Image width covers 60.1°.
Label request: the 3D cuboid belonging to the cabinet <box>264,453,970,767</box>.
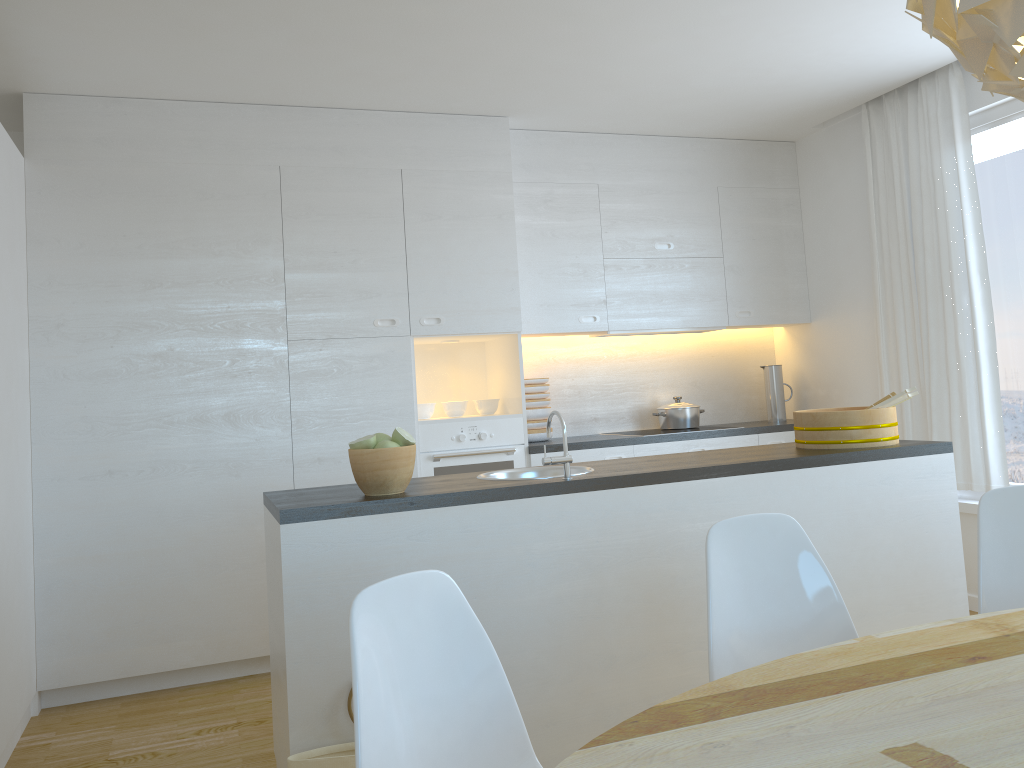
[{"bbox_3d":[0.419,0.783,3.081,2.402,0.914,0.598,-3,-3,-20],"label":"cabinet"}]

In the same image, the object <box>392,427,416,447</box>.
[{"bbox_3d":[-0.334,0.167,2.727,0.074,0.072,0.077,-4,-2,5],"label":"object"}]

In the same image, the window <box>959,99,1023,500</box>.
[{"bbox_3d":[2.752,-0.416,3.375,0.088,1.925,2.716,-2,-2,-20],"label":"window"}]

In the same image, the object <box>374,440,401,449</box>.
[{"bbox_3d":[-0.373,0.213,2.674,0.081,0.086,0.097,-5,-3,35],"label":"object"}]

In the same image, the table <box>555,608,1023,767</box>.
[{"bbox_3d":[1.035,0.813,1.152,2.192,0.728,1.189,-3,-2,-21],"label":"table"}]

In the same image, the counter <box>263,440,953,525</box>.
[{"bbox_3d":[0.389,0.308,3.117,2.402,0.040,0.598,-3,-1,-20],"label":"counter"}]

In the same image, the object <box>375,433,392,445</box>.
[{"bbox_3d":[-0.402,0.200,2.751,0.102,0.099,0.086,-4,-3,1],"label":"object"}]

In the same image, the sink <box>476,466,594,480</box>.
[{"bbox_3d":[0.085,0.381,3.037,0.403,0.157,0.403,-4,-1,22],"label":"sink"}]

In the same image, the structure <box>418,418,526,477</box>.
[{"bbox_3d":[-0.185,0.489,4.499,0.561,0.599,0.049,-3,-4,-20],"label":"structure"}]

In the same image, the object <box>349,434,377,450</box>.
[{"bbox_3d":[-0.452,0.188,2.678,0.084,0.065,0.085,-3,-2,-8],"label":"object"}]

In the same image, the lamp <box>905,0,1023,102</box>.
[{"bbox_3d":[0.913,-0.960,1.342,0.639,1.140,0.644,-2,-4,-21],"label":"lamp"}]

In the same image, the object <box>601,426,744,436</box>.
[{"bbox_3d":[0.932,0.280,5.227,0.654,0.013,0.560,-3,-1,-20],"label":"object"}]

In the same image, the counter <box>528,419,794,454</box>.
[{"bbox_3d":[0.931,0.298,5.222,2.002,0.040,0.598,-3,-1,-20],"label":"counter"}]

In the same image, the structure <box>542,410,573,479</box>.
[{"bbox_3d":[0.119,0.194,2.846,0.097,0.216,0.161,-2,-3,-20],"label":"structure"}]

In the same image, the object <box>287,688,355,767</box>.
[{"bbox_3d":[-0.023,1.010,2.027,0.471,0.503,1.185,-1,-2,-42],"label":"object"}]

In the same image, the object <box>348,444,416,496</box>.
[{"bbox_3d":[-0.392,0.262,2.699,0.204,0.142,0.205,-5,-2,31],"label":"object"}]

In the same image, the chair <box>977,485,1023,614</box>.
[{"bbox_3d":[1.386,0.714,2.057,0.430,0.905,0.521,-4,-3,0],"label":"chair"}]

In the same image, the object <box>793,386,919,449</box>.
[{"bbox_3d":[1.311,0.127,3.423,0.429,0.215,0.377,-4,-2,8],"label":"object"}]

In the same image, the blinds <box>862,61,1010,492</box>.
[{"bbox_3d":[2.101,-0.544,4.585,0.150,2.169,0.791,-2,-4,-20],"label":"blinds"}]

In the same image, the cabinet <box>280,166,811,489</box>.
[{"bbox_3d":[0.368,0.009,4.983,3.203,2.311,0.478,-3,-4,-20],"label":"cabinet"}]

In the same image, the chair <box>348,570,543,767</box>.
[{"bbox_3d":[0.013,0.795,1.470,0.521,0.905,0.430,-6,-5,40],"label":"chair"}]
